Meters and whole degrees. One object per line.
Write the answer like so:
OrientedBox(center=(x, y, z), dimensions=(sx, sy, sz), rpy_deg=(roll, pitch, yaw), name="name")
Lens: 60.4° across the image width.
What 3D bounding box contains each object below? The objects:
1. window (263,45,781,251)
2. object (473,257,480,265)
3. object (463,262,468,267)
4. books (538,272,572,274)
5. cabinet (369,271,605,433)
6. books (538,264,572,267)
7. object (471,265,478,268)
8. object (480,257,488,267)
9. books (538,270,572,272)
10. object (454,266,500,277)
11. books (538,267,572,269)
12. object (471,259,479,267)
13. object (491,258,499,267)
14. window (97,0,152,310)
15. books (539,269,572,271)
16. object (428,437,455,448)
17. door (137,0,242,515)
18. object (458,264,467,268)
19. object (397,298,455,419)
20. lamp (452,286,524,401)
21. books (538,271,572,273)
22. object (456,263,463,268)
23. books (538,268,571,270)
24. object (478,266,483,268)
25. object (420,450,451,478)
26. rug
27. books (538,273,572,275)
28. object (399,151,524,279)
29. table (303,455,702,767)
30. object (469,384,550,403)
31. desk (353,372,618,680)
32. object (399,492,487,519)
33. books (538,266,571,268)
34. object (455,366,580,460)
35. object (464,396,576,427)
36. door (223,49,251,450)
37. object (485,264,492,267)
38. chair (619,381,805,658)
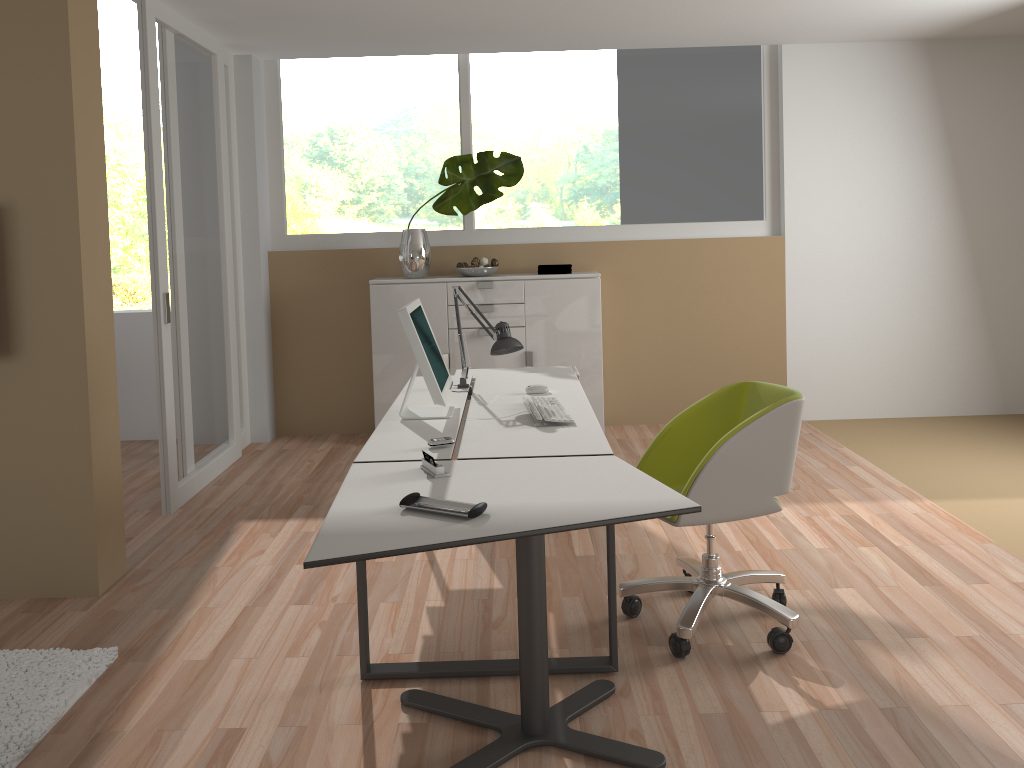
OrientedBox(center=(0.075, -1.885, 6.220), dimensions=(3.633, 1.787, 0.045), rpy_deg=(-2, 3, 0), name="window")
OrientedBox(center=(-0.246, -0.833, 6.013), dimensions=(0.053, 0.070, 0.053), rpy_deg=(-1, 5, 6), name="object")
OrientedBox(center=(-0.327, -0.800, 6.014), dimensions=(0.054, 0.063, 0.057), rpy_deg=(-7, 8, -41), name="object")
OrientedBox(center=(0.290, -0.756, 5.977), dimensions=(0.222, 0.006, 0.159), rpy_deg=(-2, 10, 0), name="books")
OrientedBox(center=(-0.164, -0.192, 5.974), dimensions=(1.523, 1.077, 0.420), rpy_deg=(-2, 4, 0), name="cabinet")
OrientedBox(center=(0.291, -0.805, 5.975), dimensions=(0.222, 0.006, 0.159), rpy_deg=(-2, 10, 0), name="books")
OrientedBox(center=(-0.248, -0.761, 5.859), dimensions=(0.056, 0.065, 0.052), rpy_deg=(0, 6, 13), name="object")
OrientedBox(center=(-0.188, -0.819, 5.922), dimensions=(0.056, 0.066, 0.052), rpy_deg=(1, 6, 23), name="object")
OrientedBox(center=(0.290, -0.773, 5.977), dimensions=(0.222, 0.006, 0.159), rpy_deg=(-2, 10, 0), name="books")
OrientedBox(center=(-0.237, -0.762, 5.953), dimensions=(0.316, 0.063, 0.316), rpy_deg=(-8, 12, -34), name="object")
OrientedBox(center=(0.289, -0.790, 5.978), dimensions=(0.222, 0.008, 0.159), rpy_deg=(-2, 10, 0), name="books")
OrientedBox(center=(-0.247, -0.807, 5.903), dimensions=(0.053, 0.063, 0.055), rpy_deg=(-3, 6, -15), name="object")
OrientedBox(center=(-0.116, -0.811, 5.922), dimensions=(0.053, 0.067, 0.053), rpy_deg=(-1, 5, 8), name="object")
OrientedBox(center=(-4.562, -3.000, 11.681), dimensions=(12.089, 5.918, 2.090), rpy_deg=(-4, 4, -17), name="window")
OrientedBox(center=(0.290, -0.778, 5.976), dimensions=(0.222, 0.006, 0.159), rpy_deg=(-2, 10, 0), name="books")
OrientedBox(center=(-0.230, 0.188, 2.852), dimensions=(0.084, 0.021, 0.048), rpy_deg=(-5, 9, -21), name="object")
OrientedBox(center=(-1.791, -0.743, 5.007), dimensions=(0.060, 2.629, 1.197), rpy_deg=(-2, 4, 0), name="door")
OrientedBox(center=(-0.332, -0.777, 5.914), dimensions=(0.055, 0.061, 0.056), rpy_deg=(4, 8, 43), name="object")
OrientedBox(center=(-0.330, -0.100, 3.379), dimensions=(0.197, 0.427, 0.471), rpy_deg=(-2, 7, 0), name="object")
OrientedBox(center=(-0.137, -0.146, 3.757), dimensions=(0.140, 0.525, 0.542), rpy_deg=(-4, 7, -35), name="lamp")
OrientedBox(center=(0.290, -0.762, 5.977), dimensions=(0.222, 0.006, 0.159), rpy_deg=(-2, 10, 0), name="books")
OrientedBox(center=(-0.349, -0.792, 5.965), dimensions=(0.056, 0.064, 0.053), rpy_deg=(-4, 6, -21), name="object")
OrientedBox(center=(0.289, -0.784, 5.975), dimensions=(0.222, 0.006, 0.159), rpy_deg=(-2, 10, 1), name="books")
OrientedBox(center=(-0.206, -0.760, 5.897), dimensions=(0.055, 0.065, 0.053), rpy_deg=(-3, 6, -9), name="object")
OrientedBox(center=(-0.223, 0.227, 2.556), dimensions=(0.049, 0.055, 0.131), rpy_deg=(-4, 9, -24), name="object")
OrientedBox(center=(-2.300, 1.049, 2.248), dimensions=(2.024, 0.045, 1.468), rpy_deg=(-2, 10, 0), name="rug")
OrientedBox(center=(0.289, -0.751, 5.977), dimensions=(0.222, 0.007, 0.159), rpy_deg=(-2, 10, 0), name="books")
OrientedBox(center=(-0.343, -1.149, 5.948), dimensions=(0.858, 0.839, 0.267), rpy_deg=(-2, 3, -3), name="object")
OrientedBox(center=(0.007, 0.634, 2.315), dimensions=(0.926, 0.682, 0.820), rpy_deg=(-2, 7, -3), name="table")
OrientedBox(center=(-0.002, 0.059, 3.688), dimensions=(0.371, 0.079, 0.142), rpy_deg=(-5, 9, -21), name="object")
OrientedBox(center=(-0.082, 0.431, 3.515), dimensions=(0.804, 0.680, 1.621), rpy_deg=(-2, 9, 0), name="desk")
OrientedBox(center=(-0.172, 0.301, 2.190), dimensions=(0.216, 0.030, 0.090), rpy_deg=(4, 11, 30), name="object")
OrientedBox(center=(0.289, -0.795, 5.978), dimensions=(0.222, 0.008, 0.159), rpy_deg=(-2, 10, 0), name="books")
OrientedBox(center=(0.031, 0.276, 4.466), dimensions=(0.621, 0.671, 0.311), rpy_deg=(-2, 4, 0), name="object")
OrientedBox(center=(0.013, 0.122, 3.323), dimensions=(0.387, 0.079, 0.462), rpy_deg=(-3, 10, -5), name="object")
OrientedBox(center=(-1.848, -0.804, 5.371), dimensions=(0.045, 2.629, 1.197), rpy_deg=(-2, 4, 0), name="door")
OrientedBox(center=(-0.155, -0.772, 5.905), dimensions=(0.054, 0.063, 0.057), rpy_deg=(-4, 6, -22), name="object")
OrientedBox(center=(0.713, 0.431, 3.061), dimensions=(0.600, 0.803, 0.626), rpy_deg=(-4, 6, -25), name="chair")
